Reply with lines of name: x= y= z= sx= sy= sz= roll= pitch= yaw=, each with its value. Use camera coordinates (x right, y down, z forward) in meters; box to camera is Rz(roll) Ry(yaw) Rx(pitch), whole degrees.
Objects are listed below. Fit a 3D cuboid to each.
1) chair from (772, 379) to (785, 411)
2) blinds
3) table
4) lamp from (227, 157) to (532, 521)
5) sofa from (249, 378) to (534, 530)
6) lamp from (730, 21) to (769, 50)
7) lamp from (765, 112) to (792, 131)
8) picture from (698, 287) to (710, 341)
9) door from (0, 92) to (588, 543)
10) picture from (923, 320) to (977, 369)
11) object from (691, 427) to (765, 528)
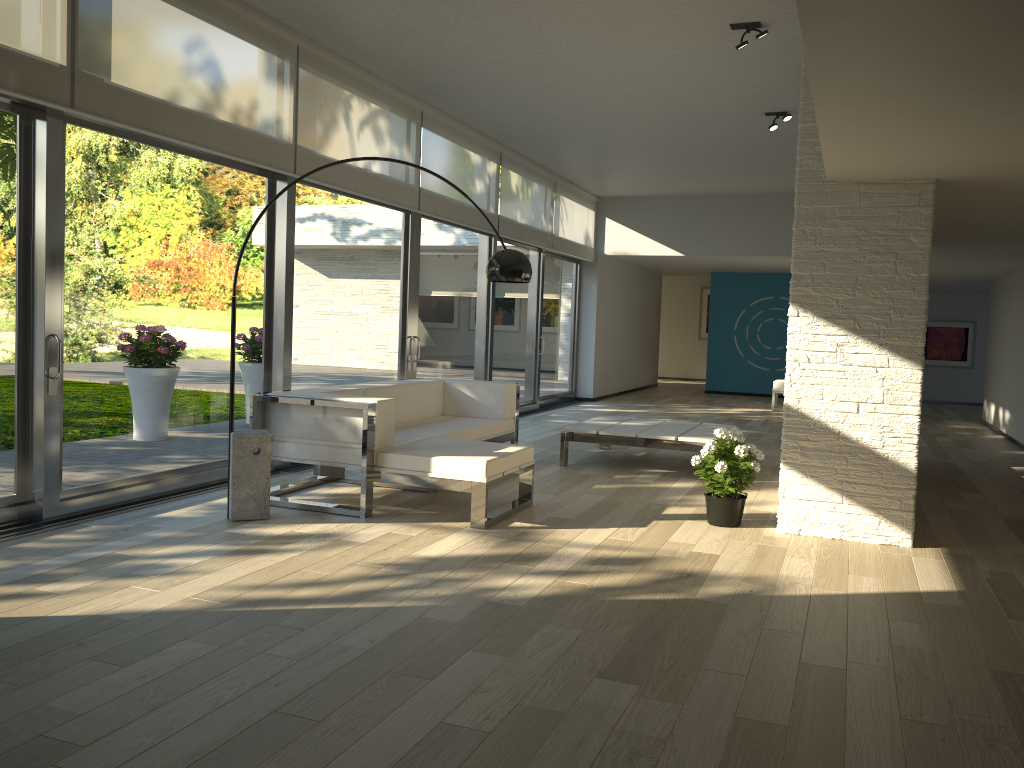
chair: x=4.178 y=0.178 z=13.066 sx=0.611 sy=0.442 sz=0.610 roll=4 pitch=4 yaw=21
blinds: x=-0.816 y=-2.006 z=7.846 sx=0.056 sy=0.983 sz=11.535 roll=3 pitch=4 yaw=21
table: x=1.172 y=0.508 z=7.413 sx=1.220 sy=0.305 sz=1.221 roll=4 pitch=4 yaw=21
lamp: x=-0.693 y=-0.273 z=5.084 sx=1.753 sy=2.023 sz=0.283 roll=0 pitch=4 yaw=-26
sofa: x=-0.455 y=0.363 z=6.083 sx=1.546 sy=0.654 sz=2.405 roll=4 pitch=4 yaw=21
lamp: x=1.500 y=-2.189 z=5.606 sx=0.234 sy=0.153 sz=0.135 roll=4 pitch=4 yaw=21
lamp: x=2.333 y=-2.302 z=7.771 sx=0.234 sy=0.153 sz=0.135 roll=4 pitch=4 yaw=21
picture: x=4.845 y=-1.539 z=19.665 sx=1.378 sy=1.190 sz=0.017 roll=3 pitch=3 yaw=21
door: x=0.550 y=-0.512 z=9.360 sx=19.445 sy=2.372 sz=22.959 roll=4 pitch=4 yaw=21
picture: x=7.650 y=-0.709 z=15.659 sx=0.959 sy=0.828 sz=0.017 roll=3 pitch=3 yaw=21
object: x=1.252 y=0.536 z=5.144 sx=0.405 sy=0.570 sz=0.431 roll=5 pitch=5 yaw=43
